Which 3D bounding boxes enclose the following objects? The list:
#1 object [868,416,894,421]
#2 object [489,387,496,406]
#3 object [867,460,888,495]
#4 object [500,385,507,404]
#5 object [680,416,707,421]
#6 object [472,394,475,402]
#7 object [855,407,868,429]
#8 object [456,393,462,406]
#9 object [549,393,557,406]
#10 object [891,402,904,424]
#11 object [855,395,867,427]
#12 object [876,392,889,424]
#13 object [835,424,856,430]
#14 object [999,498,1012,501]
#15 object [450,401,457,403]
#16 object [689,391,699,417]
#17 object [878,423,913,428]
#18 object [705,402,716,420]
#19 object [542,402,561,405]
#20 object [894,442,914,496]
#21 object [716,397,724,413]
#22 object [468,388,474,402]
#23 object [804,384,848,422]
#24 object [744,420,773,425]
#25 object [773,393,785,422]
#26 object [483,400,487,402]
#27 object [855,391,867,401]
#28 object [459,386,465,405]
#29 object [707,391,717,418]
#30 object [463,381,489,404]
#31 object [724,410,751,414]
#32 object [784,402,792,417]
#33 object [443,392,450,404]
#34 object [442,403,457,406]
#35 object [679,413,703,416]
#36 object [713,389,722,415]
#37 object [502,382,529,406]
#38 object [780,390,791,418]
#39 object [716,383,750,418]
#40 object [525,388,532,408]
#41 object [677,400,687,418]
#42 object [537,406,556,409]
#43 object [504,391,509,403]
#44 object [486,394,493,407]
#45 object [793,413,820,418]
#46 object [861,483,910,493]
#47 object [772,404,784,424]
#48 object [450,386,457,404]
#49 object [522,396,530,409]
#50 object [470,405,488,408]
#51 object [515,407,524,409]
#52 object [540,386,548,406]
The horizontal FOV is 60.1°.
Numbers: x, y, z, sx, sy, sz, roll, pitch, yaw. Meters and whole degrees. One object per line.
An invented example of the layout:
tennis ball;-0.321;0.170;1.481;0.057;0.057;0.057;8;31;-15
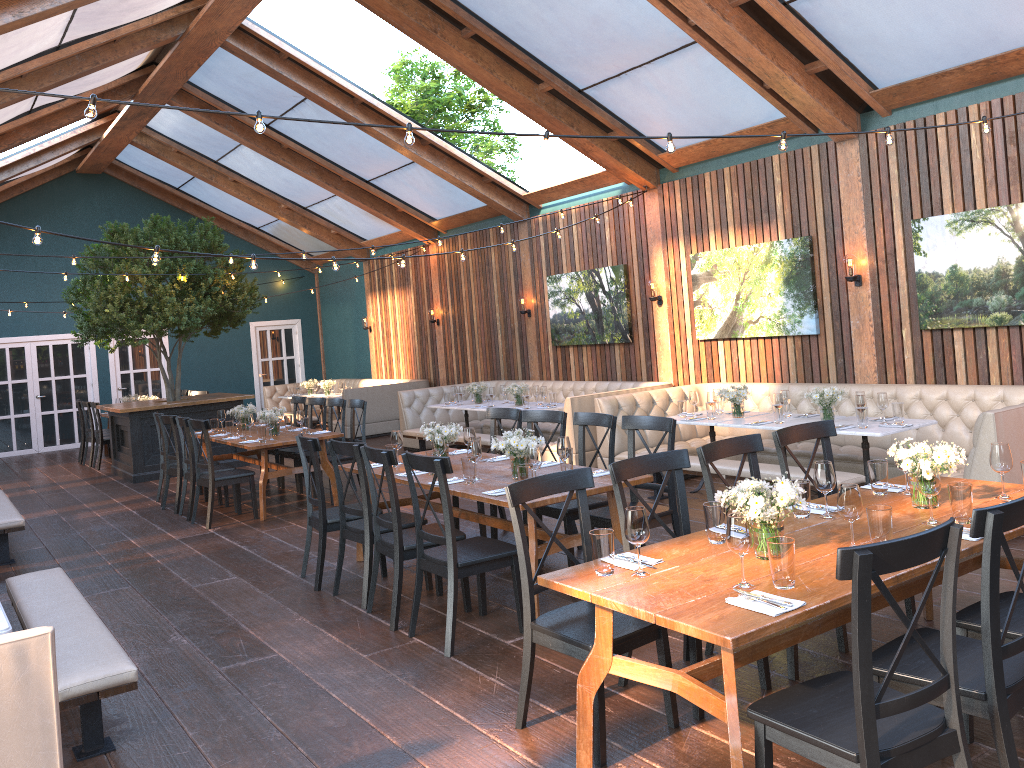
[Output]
object;3.014;0.283;7.197;0.256;0.019;0.157;-7;4;-34
object;-0.247;0.162;11.327;0.092;0.244;0.092;-4;0;14
object;1.751;0.447;4.223;0.092;0.158;0.092;-5;1;-8
object;-0.114;0.136;11.563;0.092;0.244;0.092;-4;0;14
object;1.704;0.320;8.229;0.256;0.019;0.157;-7;4;-34
object;-0.522;0.162;12.329;0.091;0.158;0.092;-4;1;42
object;2.702;0.262;6.823;0.091;0.158;0.092;-4;1;42
object;-0.706;0.207;11.868;0.091;0.158;0.092;-4;1;42
object;0.499;0.187;10.687;0.092;0.158;0.092;-5;1;2
object;3.033;0.228;6.943;0.091;0.158;0.092;-4;1;42
object;2.735;0.209;6.926;0.092;0.244;0.092;-4;0;8
object;2.927;0.191;6.979;0.092;0.244;0.092;-4;0;8
object;2.578;0.335;6.927;0.256;0.019;0.157;-7;4;-34
object;2.195;0.511;3.772;0.158;0.019;0.255;-7;4;-34
object;-0.788;0.252;12.345;0.158;0.019;0.255;-7;4;-34
object;1.736;0.191;8.435;0.092;0.244;0.092;-4;0;14
object;2.935;0.314;6.813;0.158;0.019;0.255;-7;4;-34
object;1.828;0.247;8.125;0.091;0.158;0.092;-4;1;42
object;0.480;0.242;10.940;0.256;0.019;0.157;-7;4;-34
object;1.852;0.400;4.166;0.092;0.244;0.092;-4;0;8
object;2.012;0.203;8.585;0.091;0.158;0.092;-4;1;42
object;-0.562;0.129;12.226;0.092;0.244;0.092;-4;0;14
object;2.606;0.160;7.343;0.335;0.309;0.330;-3;2;30
object;2.130;0.328;7.584;0.256;0.019;0.157;-7;4;-34
object;2.287;0.203;7.584;0.092;0.244;0.092;-4;0;8
object;-0.387;0.228;12.224;0.256;0.019;0.157;-7;4;-34
object;2.840;0.184;7.198;0.092;0.244;0.092;-4;0;8
object;-0.673;0.154;11.972;0.092;0.244;0.092;-4;0;14
object;1.861;0.195;8.228;0.092;0.244;0.092;-4;0;14
object;-0.468;0.112;11.873;0.337;0.309;0.329;-5;2;-22
object;2.147;0.269;8.481;0.256;0.019;0.157;-7;4;-34
object;2.460;0.210;7.922;0.091;0.158;0.092;-4;1;42
object;-0.897;0.199;12.215;0.091;0.158;0.092;-4;1;42
object;-0.830;0.280;11.972;0.256;0.019;0.157;-7;4;-34
object;1.746;0.293;8.601;0.158;0.019;0.255;-7;4;-34
object;1.972;0.170;8.482;0.092;0.244;0.092;-4;0;14
object;0.070;0.120;11.079;0.336;0.309;0.329;-5;2;-17
object;2.420;0.177;7.819;0.092;0.244;0.092;-4;0;8
object;2.056;0.154;8.120;0.329;0.309;0.336;-5;2;-12
object;0.201;0.169;10.670;0.092;0.244;0.092;-5;0;-31
object;1.637;0.240;8.472;0.091;0.158;0.092;-4;1;42
object;0.401;0.273;10.556;0.158;0.019;0.255;-7;4;-34
object;-0.074;0.170;11.666;0.091;0.158;0.092;-4;1;42
object;-0.280;0.214;11.224;0.091;0.158;0.092;-4;1;42
object;2.595;0.276;7.818;0.256;0.019;0.157;-7;4;-34
object;1.857;0.502;4.330;0.158;0.019;0.255;-7;4;-34
object;2.254;0.255;7.480;0.091;0.158;0.092;-4;1;42
object;-0.798;0.151;12.179;0.092;0.244;0.092;-4;0;14
object;0.168;0.221;10.566;0.091;0.158;0.092;-4;1;42
object;-0.404;0.287;11.328;0.256;0.019;0.157;-7;4;-34
object;0.044;0.294;10.670;0.256;0.019;0.157;-7;4;-34
object;0.393;0.150;10.723;0.092;0.244;0.092;-4;0;14
